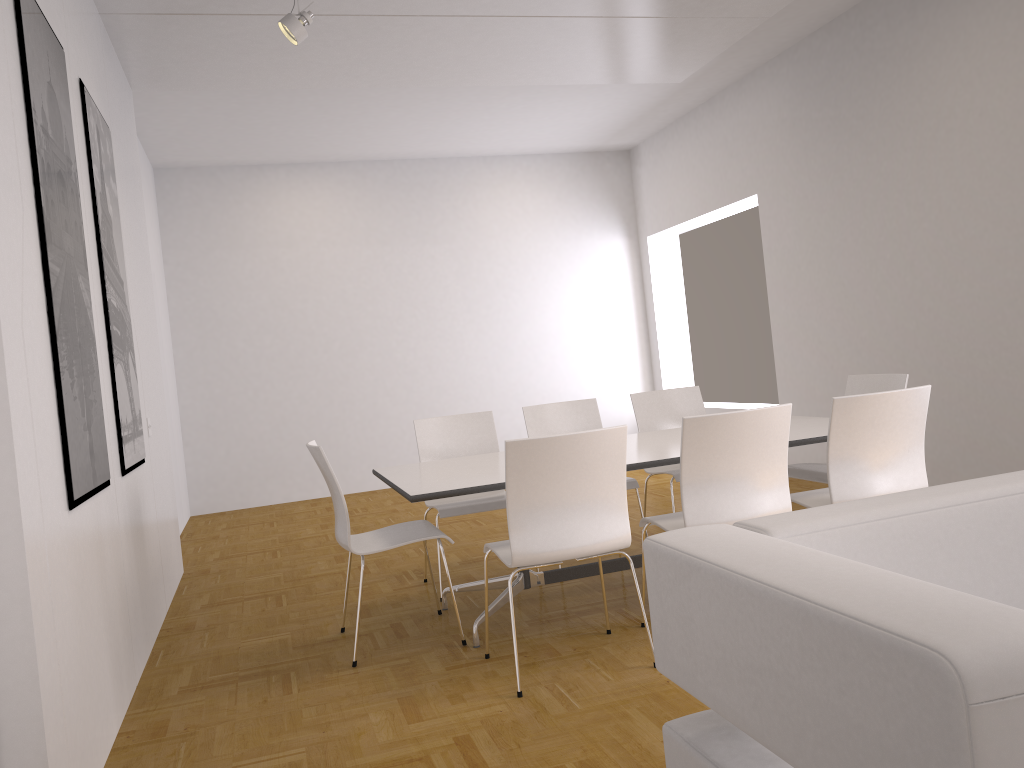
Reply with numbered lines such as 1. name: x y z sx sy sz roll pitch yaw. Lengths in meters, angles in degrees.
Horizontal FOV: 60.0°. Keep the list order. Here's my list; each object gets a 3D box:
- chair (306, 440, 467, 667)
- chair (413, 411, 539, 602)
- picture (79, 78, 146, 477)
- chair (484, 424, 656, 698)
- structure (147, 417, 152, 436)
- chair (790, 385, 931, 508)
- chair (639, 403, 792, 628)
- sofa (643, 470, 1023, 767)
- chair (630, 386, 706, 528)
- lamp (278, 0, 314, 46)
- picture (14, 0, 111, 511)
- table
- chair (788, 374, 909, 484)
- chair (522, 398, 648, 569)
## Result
1. chair: -0.593 0.700 4.025 0.576 0.931 0.561 -6 1 -16
2. chair: -0.230 0.645 4.957 0.561 0.931 0.575 -6 1 -16
3. picture: -1.927 -0.472 4.316 0.016 1.780 0.786 -6 0 -16
4. chair: 0.184 0.639 3.456 0.561 0.931 0.575 -6 1 -16
5. structure: -2.072 0.244 5.066 0.013 0.104 0.114 -6 1 -16
6. chair: 1.486 0.492 3.831 0.561 0.931 0.575 -6 1 -16
7. chair: 0.855 0.563 3.649 0.561 0.931 0.575 -6 1 -16
8. sofa: 1.648 0.557 1.652 2.624 0.848 0.822 -6 1 -16
9. chair: 1.072 0.498 5.332 0.561 0.931 0.575 -6 1 -16
10. lamp: -1.144 -1.948 4.614 0.173 0.364 0.167 -6 1 27
11. picture: -1.615 -0.477 3.218 0.013 1.780 0.786 -6 0 -16
12. table: 0.623 0.670 4.390 2.412 0.722 1.210 -6 1 -16
13. chair: 1.785 0.438 4.710 0.576 0.931 0.561 -6 1 -16
14. chair: 0.401 0.574 5.138 0.561 0.931 0.575 -6 1 -16
